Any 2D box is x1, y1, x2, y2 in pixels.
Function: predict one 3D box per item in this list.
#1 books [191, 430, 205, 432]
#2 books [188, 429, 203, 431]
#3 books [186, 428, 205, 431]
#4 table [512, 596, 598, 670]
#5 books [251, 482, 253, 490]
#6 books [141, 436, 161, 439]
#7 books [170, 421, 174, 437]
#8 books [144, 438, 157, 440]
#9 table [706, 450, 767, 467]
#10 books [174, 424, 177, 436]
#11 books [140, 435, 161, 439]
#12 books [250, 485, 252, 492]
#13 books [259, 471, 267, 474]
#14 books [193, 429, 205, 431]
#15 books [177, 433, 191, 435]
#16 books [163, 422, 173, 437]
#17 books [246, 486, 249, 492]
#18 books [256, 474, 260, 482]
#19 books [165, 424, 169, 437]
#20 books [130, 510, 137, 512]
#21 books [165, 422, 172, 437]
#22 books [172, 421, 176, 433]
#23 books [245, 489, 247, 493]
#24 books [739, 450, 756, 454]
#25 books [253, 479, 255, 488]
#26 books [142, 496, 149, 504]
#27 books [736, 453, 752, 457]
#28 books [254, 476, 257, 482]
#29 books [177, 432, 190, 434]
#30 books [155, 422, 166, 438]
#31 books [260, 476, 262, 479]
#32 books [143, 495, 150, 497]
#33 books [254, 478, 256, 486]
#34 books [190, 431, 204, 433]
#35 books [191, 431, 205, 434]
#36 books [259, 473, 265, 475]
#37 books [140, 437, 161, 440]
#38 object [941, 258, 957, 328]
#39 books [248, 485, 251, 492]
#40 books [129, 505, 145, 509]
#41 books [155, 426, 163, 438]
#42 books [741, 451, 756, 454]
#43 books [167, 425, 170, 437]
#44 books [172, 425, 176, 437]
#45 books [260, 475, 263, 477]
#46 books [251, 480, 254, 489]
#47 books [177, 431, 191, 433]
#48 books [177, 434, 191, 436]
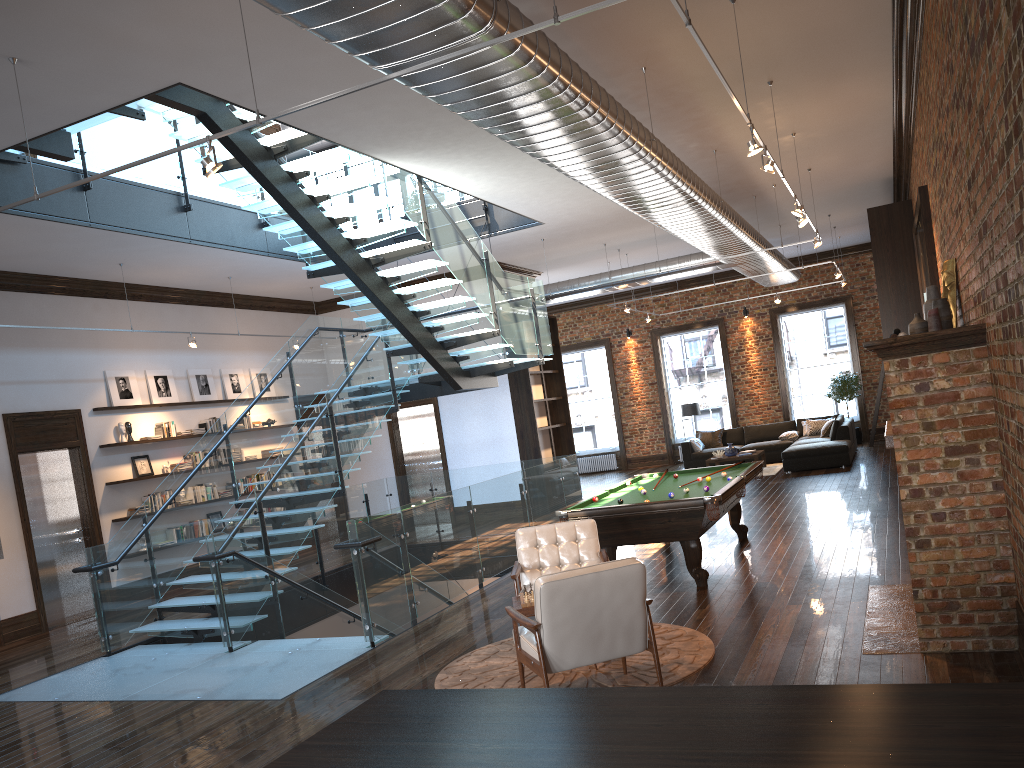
[{"bbox_3d":[-4.787,0.719,13.411,0.142,0.011,0.254,-9,-2,21],"label":"books"},{"bbox_3d":[-4.794,0.699,13.411,0.141,0.011,0.284,-9,-2,22],"label":"books"},{"bbox_3d":[-4.789,0.687,13.408,0.143,0.011,0.255,-10,-2,28],"label":"books"},{"bbox_3d":[0.282,1.729,6.163,0.516,0.496,0.462,-8,1,-1],"label":"table"},{"bbox_3d":[-4.275,1.638,14.357,0.156,0.219,0.013,-8,3,24],"label":"books"},{"bbox_3d":[-5.135,0.763,12.603,0.143,0.011,0.254,-9,-2,25],"label":"books"},{"bbox_3d":[-5.000,0.667,12.940,0.112,0.229,0.024,-8,3,24],"label":"books"},{"bbox_3d":[-5.134,0.785,12.605,0.142,0.011,0.253,-9,-2,23],"label":"books"},{"bbox_3d":[4.473,1.588,17.665,1.005,0.346,0.995,-9,-2,24],"label":"table"},{"bbox_3d":[-4.971,0.689,13.002,0.129,0.182,0.012,-8,3,24],"label":"books"},{"bbox_3d":[-5.137,0.753,12.602,0.142,0.011,0.254,-9,-2,22],"label":"books"},{"bbox_3d":[-4.280,1.634,14.324,0.133,0.226,0.015,-8,3,24],"label":"books"},{"bbox_3d":[-4.103,1.593,14.690,0.146,0.282,0.006,-8,3,24],"label":"books"},{"bbox_3d":[-4.791,0.709,13.411,0.143,0.011,0.254,-9,-2,25],"label":"books"},{"bbox_3d":[-4.887,0.743,13.160,0.160,0.014,0.182,-9,-2,23],"label":"books"},{"bbox_3d":[-5.010,0.667,12.895,0.133,0.229,0.024,-8,3,24],"label":"books"},{"bbox_3d":[-4.299,1.629,14.251,0.136,0.236,0.014,-8,3,24],"label":"books"},{"bbox_3d":[-4.178,1.608,14.496,0.161,0.260,0.019,-8,3,24],"label":"books"},{"bbox_3d":[-5.037,0.683,12.808,0.164,0.198,0.029,-8,3,24],"label":"books"},{"bbox_3d":[-5.156,1.741,12.254,0.160,0.011,0.182,-9,-2,23],"label":"books"},{"bbox_3d":[-5.012,0.671,12.849,0.165,0.217,0.012,-8,3,24],"label":"books"},{"bbox_3d":[-4.984,0.664,12.991,0.119,0.233,0.014,-8,3,24],"label":"books"},{"bbox_3d":[-4.320,1.634,14.213,0.115,0.230,0.025,-8,3,24],"label":"books"},{"bbox_3d":[4.673,1.343,17.581,0.260,0.028,0.206,-7,-2,-34],"label":"books"},{"bbox_3d":[-4.231,1.613,14.395,0.128,0.260,0.035,-8,3,24],"label":"books"},{"bbox_3d":[-5.113,1.689,12.400,0.125,0.227,0.047,-8,3,24],"label":"books"},{"bbox_3d":[4.525,1.381,17.280,0.262,0.024,0.205,-8,-2,1],"label":"books"},{"bbox_3d":[-4.214,1.611,14.441,0.145,0.261,0.019,-8,3,24],"label":"books"},{"bbox_3d":[-4.899,0.730,13.147,0.126,0.014,0.212,-9,-2,23],"label":"books"},{"bbox_3d":[-5.063,0.671,12.784,0.143,0.229,0.014,-8,3,24],"label":"books"},{"bbox_3d":[-4.151,1.629,14.545,0.167,0.214,0.027,-8,3,24],"label":"books"},{"bbox_3d":[-5.088,1.681,12.421,0.134,0.237,0.013,-8,3,24],"label":"books"},{"bbox_3d":[-4.219,1.639,14.428,0.159,0.205,0.014,-8,3,24],"label":"books"},{"bbox_3d":[-4.785,0.730,13.411,0.141,0.011,0.285,-9,-2,26],"label":"books"},{"bbox_3d":[-4.788,0.741,13.413,0.142,0.011,0.253,-9,-2,24],"label":"books"},{"bbox_3d":[-4.130,1.612,14.693,0.119,0.251,0.013,-8,3,24],"label":"books"},{"bbox_3d":[-5.132,0.774,12.602,0.141,0.011,0.285,-9,-2,21],"label":"books"},{"bbox_3d":[3.239,-0.640,6.570,0.125,0.537,0.406,-7,1,23],"label":"object"},{"bbox_3d":[-4.285,1.635,14.309,0.142,0.225,0.014,-8,3,24],"label":"books"},{"bbox_3d":[-5.163,1.701,12.257,0.135,0.014,0.214,-9,-2,23],"label":"books"},{"bbox_3d":[-5.080,0.699,12.759,0.129,0.176,0.049,-8,2,24],"label":"books"},{"bbox_3d":[4.678,1.369,17.590,0.260,0.024,0.206,-7,-2,-32],"label":"books"},{"bbox_3d":[-5.025,0.693,12.835,0.158,0.177,0.029,-8,3,24],"label":"books"},{"bbox_3d":[-4.983,0.691,12.967,0.132,0.178,0.034,-8,3,24],"label":"books"},{"bbox_3d":[-4.141,1.619,14.620,0.126,0.236,0.032,-8,3,24],"label":"books"},{"bbox_3d":[-4.245,1.614,14.374,0.128,0.260,0.035,-8,3,24],"label":"books"},{"bbox_3d":[-4.898,0.717,13.155,0.153,0.013,0.194,-9,-2,23],"label":"books"},{"bbox_3d":[-4.893,0.759,13.150,0.156,0.015,0.209,-9,-2,23],"label":"books"}]
